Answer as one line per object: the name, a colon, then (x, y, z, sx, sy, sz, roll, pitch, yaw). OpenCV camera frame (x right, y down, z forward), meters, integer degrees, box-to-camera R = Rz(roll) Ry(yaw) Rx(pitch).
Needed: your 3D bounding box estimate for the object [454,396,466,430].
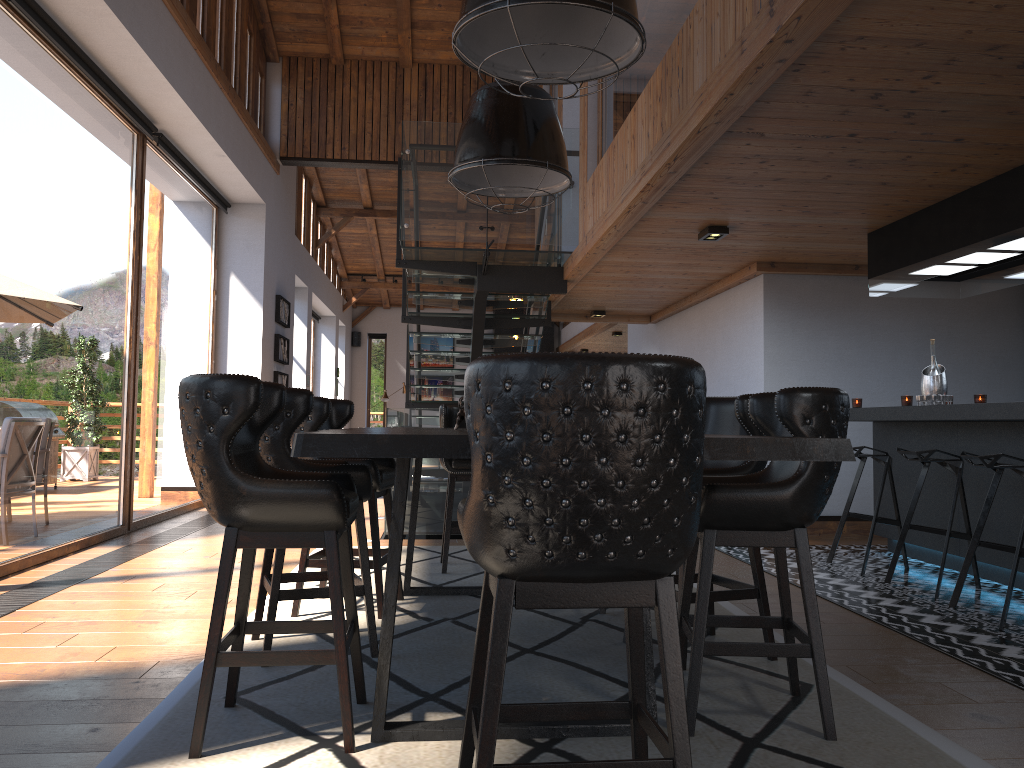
object: (-0.150, 0.081, 3.856, 0.223, 0.254, 0.114, 3, -4, -42)

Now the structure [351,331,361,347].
structure: (-3.652, -1.049, 20.783, 0.214, 0.350, 0.213, 1, -3, -5)

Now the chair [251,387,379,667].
chair: (-0.864, 0.568, 3.678, 0.573, 1.093, 0.499, 2, -4, -21)

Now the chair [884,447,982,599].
chair: (2.577, 0.806, 5.303, 0.471, 0.840, 0.536, 1, -3, -8)

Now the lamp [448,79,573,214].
lamp: (0.018, -3.211, 4.561, 0.614, 4.689, 0.628, -2, -4, 40)

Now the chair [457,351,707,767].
chair: (0.138, 0.496, 1.869, 0.505, 1.093, 0.566, 1, -3, -6)

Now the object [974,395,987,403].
object: (3.075, 0.111, 5.820, 0.080, 0.081, 0.078, 3, -4, -40)

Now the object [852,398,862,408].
object: (2.659, 0.153, 6.829, 0.078, 0.081, 0.080, -1, -3, 30)

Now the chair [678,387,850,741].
chair: (0.824, 0.562, 2.940, 0.567, 1.093, 0.504, 0, -3, 4)

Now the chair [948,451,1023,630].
chair: (2.568, 0.770, 4.517, 0.469, 0.840, 0.538, 1, -3, 1)

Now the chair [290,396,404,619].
chair: (-0.865, 0.615, 4.498, 0.567, 1.093, 0.504, 0, -3, 4)

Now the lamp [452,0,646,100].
lamp: (0.145, -3.282, 2.980, 0.614, 4.689, 0.628, -2, -4, 40)

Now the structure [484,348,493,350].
structure: (-0.560, -1.001, 21.103, 0.214, 0.350, 0.213, 1, -3, -5)

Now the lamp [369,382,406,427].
lamp: (-2.748, 0.884, 19.694, 0.524, 1.900, 1.329, 0, -3, 16)

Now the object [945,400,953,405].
object: (3.045, 0.128, 6.201, 0.080, 0.081, 0.078, 3, -4, -40)

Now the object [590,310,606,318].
object: (1.079, -0.885, 11.130, 0.155, 0.068, 0.260, 1, -3, -5)

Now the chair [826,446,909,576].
chair: (2.474, 0.839, 6.049, 0.470, 0.840, 0.537, 1, -3, -5)

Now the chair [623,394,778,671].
chair: (0.823, 0.590, 3.761, 0.573, 1.093, 0.499, 2, -4, -21)

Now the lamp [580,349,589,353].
lamp: (1.657, -0.765, 20.287, 0.155, 0.068, 0.260, 1, -3, -5)

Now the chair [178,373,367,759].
chair: (-0.737, 0.526, 2.727, 0.570, 1.093, 0.502, 1, -3, -6)

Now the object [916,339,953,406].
object: (2.821, -0.072, 5.927, 0.226, 0.453, 0.224, 1, -3, -5)

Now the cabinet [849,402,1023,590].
cabinet: (3.076, 0.651, 4.636, 0.891, 1.104, 4.786, 1, -3, -5)

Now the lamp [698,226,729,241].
lamp: (1.457, -1.095, 6.420, 0.155, 0.068, 0.260, 1, -3, -5)

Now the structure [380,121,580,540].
structure: (-2.335, 0.958, 8.980, 9.232, 6.403, 10.992, 1, -3, -5)

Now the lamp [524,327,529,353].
lamp: (0.308, -1.423, 18.414, 0.263, 2.203, 0.797, 2, -3, -14)

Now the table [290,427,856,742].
table: (-0.053, 0.678, 3.880, 1.432, 0.950, 3.785, 1, -3, -5)

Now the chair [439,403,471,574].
chair: (-0.237, 0.675, 5.863, 0.505, 1.093, 0.566, 1, -3, -6)

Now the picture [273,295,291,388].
picture: (-3.004, -0.459, 11.582, 0.059, 1.313, 0.772, 1, -3, -5)

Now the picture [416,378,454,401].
picture: (-1.824, 0.209, 20.979, 0.881, 0.817, 0.036, 1, -3, -6)

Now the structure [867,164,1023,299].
structure: (3.090, -0.944, 4.918, 0.712, 0.476, 3.241, 1, -3, -5)

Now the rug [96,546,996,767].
rug: (-0.024, 1.147, 4.180, 2.557, 0.047, 5.614, 1, -3, -5)

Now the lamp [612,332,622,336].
lamp: (1.958, -0.934, 16.517, 0.155, 0.068, 0.260, 1, -3, -5)

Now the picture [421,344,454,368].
picture: (-1.812, -0.785, 21.039, 0.881, 0.817, 0.036, 1, -3, -6)

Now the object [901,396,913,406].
object: (2.747, 0.123, 6.166, 0.080, 0.081, 0.078, 3, -4, -40)

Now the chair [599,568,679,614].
chair: (0.697, 0.632, 4.712, 0.570, 1.093, 0.502, 1, -3, -6)
